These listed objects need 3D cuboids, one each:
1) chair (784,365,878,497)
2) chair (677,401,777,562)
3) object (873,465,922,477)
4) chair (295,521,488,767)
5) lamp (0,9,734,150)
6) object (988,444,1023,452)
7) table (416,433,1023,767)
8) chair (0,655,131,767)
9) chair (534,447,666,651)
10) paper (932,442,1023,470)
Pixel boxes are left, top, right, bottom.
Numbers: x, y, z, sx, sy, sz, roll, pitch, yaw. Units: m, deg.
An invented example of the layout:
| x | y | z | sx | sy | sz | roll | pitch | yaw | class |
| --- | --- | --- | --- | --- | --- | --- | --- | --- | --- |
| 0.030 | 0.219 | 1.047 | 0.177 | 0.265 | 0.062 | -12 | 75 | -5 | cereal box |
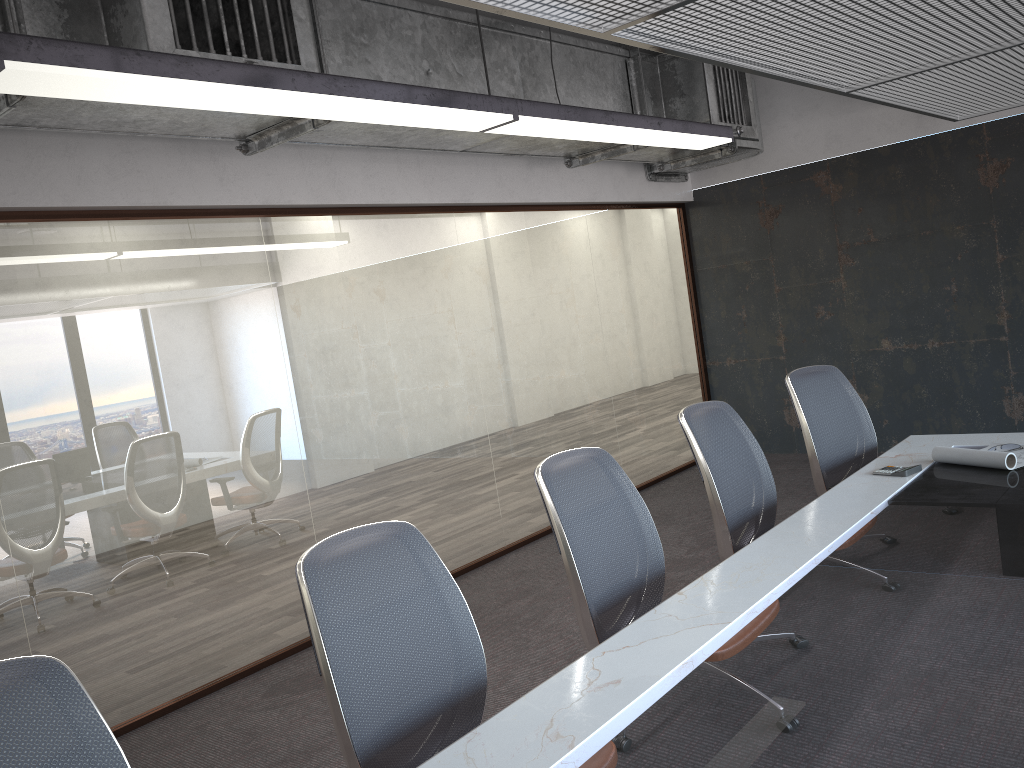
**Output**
| x | y | z | sx | sy | sz | roll | pitch | yaw | class |
| --- | --- | --- | --- | --- | --- | --- | --- | --- | --- |
| 1.795 | 0.480 | 4.267 | 0.828 | 1.166 | 0.789 | -7 | 5 | 20 | chair |
| 1.153 | 0.634 | 3.589 | 0.828 | 1.166 | 0.789 | -8 | 5 | 5 | chair |
| 1.630 | 0.362 | 3.757 | 0.126 | 0.026 | 0.161 | -12 | 6 | -35 | object |
| -0.060 | 0.936 | 2.164 | 0.828 | 1.166 | 0.789 | -8 | 5 | 5 | chair |
| 0.691 | -1.497 | 1.689 | 4.126 | 0.908 | 6.097 | -5 | 6 | 41 | lamp |
| 2.102 | 0.281 | 3.822 | 0.200 | 0.036 | 0.049 | -10 | 5 | -12 | object |
| 1.025 | 1.004 | 1.819 | 1.898 | 0.745 | 5.498 | -5 | 6 | 41 | table |
| -0.666 | 1.087 | 1.451 | 0.828 | 1.166 | 0.789 | -8 | 5 | 5 | chair |
| 0.546 | 0.785 | 2.876 | 0.828 | 1.166 | 0.789 | -8 | 5 | 5 | chair |
| 2.053 | 0.279 | 3.746 | 0.379 | 0.069 | 0.348 | -11 | 5 | -23 | paper |
